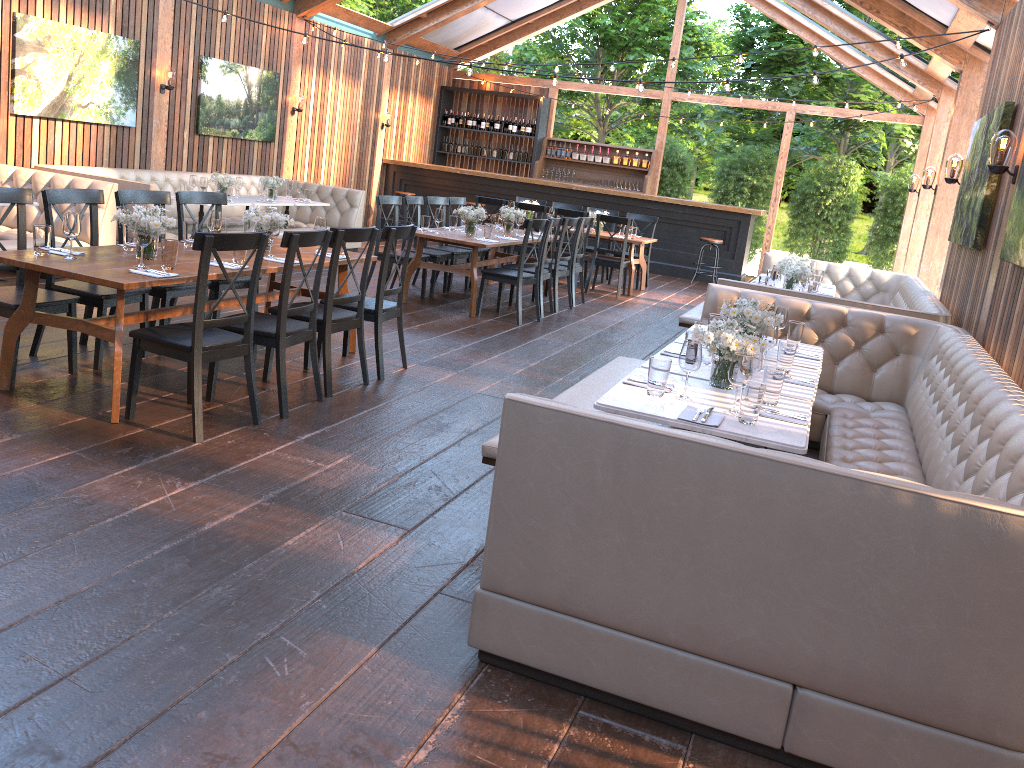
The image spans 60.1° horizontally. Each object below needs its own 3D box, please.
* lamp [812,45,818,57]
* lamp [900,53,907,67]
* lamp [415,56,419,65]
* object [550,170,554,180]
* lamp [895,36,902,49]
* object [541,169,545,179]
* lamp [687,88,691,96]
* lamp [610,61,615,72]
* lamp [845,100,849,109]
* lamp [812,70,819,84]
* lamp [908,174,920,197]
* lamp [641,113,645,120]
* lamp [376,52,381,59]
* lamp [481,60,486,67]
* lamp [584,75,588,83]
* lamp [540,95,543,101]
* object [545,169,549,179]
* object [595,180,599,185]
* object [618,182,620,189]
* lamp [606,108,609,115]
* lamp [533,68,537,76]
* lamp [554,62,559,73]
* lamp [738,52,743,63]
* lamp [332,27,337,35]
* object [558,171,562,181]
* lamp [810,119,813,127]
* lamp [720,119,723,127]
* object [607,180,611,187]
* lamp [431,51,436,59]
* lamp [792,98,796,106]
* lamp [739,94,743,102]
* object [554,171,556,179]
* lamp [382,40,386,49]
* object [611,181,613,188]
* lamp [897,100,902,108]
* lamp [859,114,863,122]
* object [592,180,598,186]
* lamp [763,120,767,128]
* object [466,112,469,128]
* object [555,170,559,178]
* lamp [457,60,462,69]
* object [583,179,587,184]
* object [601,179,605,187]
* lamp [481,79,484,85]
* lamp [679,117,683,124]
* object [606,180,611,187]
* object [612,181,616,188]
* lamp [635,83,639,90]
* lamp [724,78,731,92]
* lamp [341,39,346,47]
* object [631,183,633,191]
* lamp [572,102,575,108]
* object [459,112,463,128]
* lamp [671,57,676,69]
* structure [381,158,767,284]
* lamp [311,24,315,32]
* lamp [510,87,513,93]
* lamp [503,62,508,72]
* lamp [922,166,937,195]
[{"bbox_3d":[2.944,-3.229,8.572,0.056,0.113,0.076,11,12,17],"label":"lamp"},{"bbox_3d":[3.416,-2.826,7.729,0.069,0.116,0.057,13,12,26],"label":"lamp"},{"bbox_3d":[-1.253,-4.290,11.740,0.056,0.120,0.057,-1,14,-36],"label":"lamp"},{"bbox_3d":[0.780,-4.091,17.302,0.070,0.183,0.070,12,12,23],"label":"object"},{"bbox_3d":[3.558,-3.136,8.131,0.056,0.117,0.065,6,11,-7],"label":"lamp"},{"bbox_3d":[0.612,-4.129,17.368,0.070,0.183,0.070,12,12,23],"label":"object"},{"bbox_3d":[2.589,-4.264,12.919,0.057,0.120,0.056,16,14,37],"label":"lamp"},{"bbox_3d":[1.130,-3.571,9.942,0.057,0.120,0.056,15,13,33],"label":"lamp"},{"bbox_3d":[4.863,-4.054,12.834,0.056,0.119,0.057,7,11,-2],"label":"lamp"},{"bbox_3d":[2.668,-2.691,7.764,0.059,0.118,0.057,-2,14,-39],"label":"lamp"},{"bbox_3d":[5.921,-2.926,13.022,0.179,0.316,0.147,12,12,19],"label":"lamp"},{"bbox_3d":[2.327,-4.759,15.725,0.059,0.118,0.057,6,11,-8],"label":"lamp"},{"bbox_3d":[-1.835,-4.542,12.183,0.057,0.119,0.056,15,14,34],"label":"lamp"},{"bbox_3d":[-0.422,-4.720,13.057,0.056,0.118,0.057,3,12,-20],"label":"lamp"},{"bbox_3d":[1.086,-4.475,12.973,0.057,0.119,0.057,13,12,25],"label":"lamp"},{"bbox_3d":[0.567,-5.507,17.026,0.057,0.117,0.062,13,12,25],"label":"lamp"},{"bbox_3d":[0.689,-4.111,17.333,0.070,0.183,0.070,12,12,23],"label":"object"},{"bbox_3d":[1.646,-3.943,17.354,0.125,0.095,0.125,15,15,30],"label":"object"},{"bbox_3d":[2.074,-3.823,17.028,0.097,0.133,0.098,9,12,6],"label":"object"},{"bbox_3d":[1.748,-4.989,16.179,0.056,0.120,0.057,-1,14,-37],"label":"lamp"},{"bbox_3d":[0.328,-4.593,13.020,0.056,0.119,0.057,3,12,-24],"label":"lamp"},{"bbox_3d":[0.531,-3.714,10.390,0.057,0.118,0.057,10,11,13],"label":"lamp"},{"bbox_3d":[2.330,-3.332,9.023,0.056,0.113,0.076,2,13,-24],"label":"lamp"},{"bbox_3d":[-2.637,-5.244,13.152,0.056,0.119,0.057,4,12,-19],"label":"lamp"},{"bbox_3d":[0.931,-4.055,17.239,0.070,0.183,0.070,12,12,23],"label":"object"},{"bbox_3d":[4.712,-4.103,13.909,0.065,0.117,0.057,12,12,22],"label":"lamp"},{"bbox_3d":[3.516,-4.379,14.839,0.056,0.119,0.057,4,12,-18],"label":"lamp"},{"bbox_3d":[1.868,-3.866,17.091,0.097,0.133,0.098,9,12,6],"label":"object"},{"bbox_3d":[-1.168,-4.867,13.092,0.056,0.118,0.060,2,13,-27],"label":"lamp"},{"bbox_3d":[4.102,-4.098,12.864,0.056,0.120,0.057,10,11,12],"label":"lamp"},{"bbox_3d":[3.341,-4.170,12.889,0.057,0.119,0.056,16,14,35],"label":"lamp"},{"bbox_3d":[0.860,-4.099,17.376,0.070,0.183,0.070,12,12,23],"label":"object"},{"bbox_3d":[-1.900,-5.043,13.139,0.061,0.118,0.057,16,14,35],"label":"lamp"},{"bbox_3d":[1.968,-3.875,17.181,0.097,0.133,0.098,9,12,6],"label":"object"},{"bbox_3d":[5.611,-4.056,12.818,0.057,0.116,0.067,13,13,26],"label":"lamp"},{"bbox_3d":[5.315,-4.043,13.448,0.057,0.118,0.057,13,13,27],"label":"lamp"},{"bbox_3d":[1.614,-3.910,17.204,0.125,0.095,0.125,15,15,30],"label":"object"},{"bbox_3d":[4.121,-4.225,14.394,0.056,0.119,0.057,5,12,-15],"label":"lamp"},{"bbox_3d":[-0.903,-5.340,17.923,0.087,0.330,0.088,8,11,0],"label":"object"},{"bbox_3d":[0.868,-4.076,17.292,0.070,0.183,0.070,12,12,23],"label":"object"},{"bbox_3d":[-0.670,-4.079,11.284,0.056,0.118,0.060,7,11,-1],"label":"lamp"},{"bbox_3d":[1.437,-3.982,17.397,0.125,0.095,0.125,15,15,30],"label":"object"},{"bbox_3d":[1.756,-3.892,17.138,0.097,0.133,0.098,9,12,6],"label":"object"},{"bbox_3d":[-0.590,-6.101,17.853,0.056,0.116,0.067,9,11,5],"label":"lamp"},{"bbox_3d":[2.928,-4.560,15.293,0.056,0.119,0.057,5,11,-12],"label":"lamp"},{"bbox_3d":[1.865,-3.902,17.234,0.097,0.133,0.098,9,12,6],"label":"object"},{"bbox_3d":[1.977,-3.846,17.071,0.097,0.133,0.098,9,12,6],"label":"object"},{"bbox_3d":[1.836,-4.368,12.949,0.056,0.119,0.057,-3,16,-44],"label":"lamp"},{"bbox_3d":[1.908,-2.635,7.806,0.056,0.119,0.057,11,12,16],"label":"lamp"},{"bbox_3d":[-2.402,-4.856,12.607,0.066,0.116,0.057,-2,15,-41],"label":"lamp"},{"bbox_3d":[2.296,-3.778,16.966,0.097,0.133,0.098,9,12,6],"label":"object"},{"bbox_3d":[1.150,-5.237,16.599,0.056,0.118,0.061,11,12,18],"label":"lamp"},{"bbox_3d":[-1.014,-5.327,17.857,0.078,0.308,0.079,10,11,14],"label":"object"},{"bbox_3d":[1.738,-3.449,9.501,0.056,0.119,0.057,7,11,-5],"label":"lamp"},{"bbox_3d":[0.859,-2.895,15.577,6.830,1.260,0.864,12,13,19],"label":"structure"},{"bbox_3d":[-2.930,-5.245,13.027,0.056,0.117,0.066,3,12,-20],"label":"lamp"},{"bbox_3d":[-0.010,-5.797,17.455,0.058,0.118,0.057,2,12,-26],"label":"lamp"},{"bbox_3d":[-0.074,-3.888,10.845,0.056,0.119,0.057,5,11,-12],"label":"lamp"},{"bbox_3d":[4.940,-2.410,10.464,0.179,0.316,0.147,12,12,19],"label":"lamp"}]
